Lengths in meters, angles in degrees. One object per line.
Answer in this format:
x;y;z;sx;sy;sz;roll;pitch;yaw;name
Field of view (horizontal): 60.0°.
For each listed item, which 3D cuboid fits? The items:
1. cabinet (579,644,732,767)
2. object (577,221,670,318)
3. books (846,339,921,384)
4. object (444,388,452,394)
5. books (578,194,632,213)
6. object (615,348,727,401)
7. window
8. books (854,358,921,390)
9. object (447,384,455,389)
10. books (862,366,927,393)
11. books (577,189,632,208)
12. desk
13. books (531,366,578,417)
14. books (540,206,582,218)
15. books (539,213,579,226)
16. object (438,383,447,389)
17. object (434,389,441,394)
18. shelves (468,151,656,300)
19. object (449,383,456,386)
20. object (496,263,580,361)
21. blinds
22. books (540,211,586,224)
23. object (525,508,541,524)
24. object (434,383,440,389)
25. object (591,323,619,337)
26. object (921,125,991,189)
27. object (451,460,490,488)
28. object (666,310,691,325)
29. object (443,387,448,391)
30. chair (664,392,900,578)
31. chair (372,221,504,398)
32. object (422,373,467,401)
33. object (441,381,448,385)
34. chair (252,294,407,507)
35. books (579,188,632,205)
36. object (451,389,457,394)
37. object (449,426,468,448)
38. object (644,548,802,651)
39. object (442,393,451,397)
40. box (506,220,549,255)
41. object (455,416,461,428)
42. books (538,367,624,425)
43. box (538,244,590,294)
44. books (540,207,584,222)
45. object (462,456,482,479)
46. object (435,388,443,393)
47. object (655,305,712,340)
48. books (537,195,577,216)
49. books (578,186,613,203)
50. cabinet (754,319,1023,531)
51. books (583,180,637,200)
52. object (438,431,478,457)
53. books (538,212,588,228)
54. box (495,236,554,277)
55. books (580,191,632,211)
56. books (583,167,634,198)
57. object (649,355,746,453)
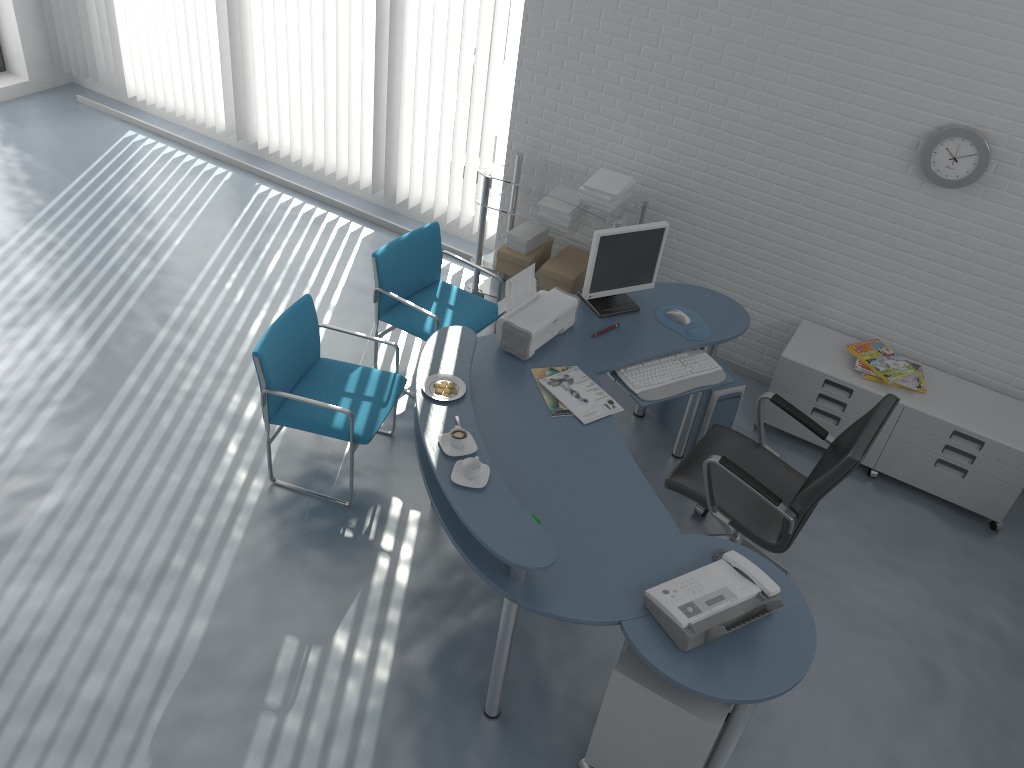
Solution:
0.556;1.056;3.003;0.383;0.605;0.559;26;41;21;cabinet
0.466;-0.538;3.947;0.365;0.417;0.212;-12;42;-24;object
1.830;-0.115;4.380;0.210;0.020;0.300;-11;42;-23;books
-0.230;0.026;3.180;0.025;0.005;0.027;19;39;13;object
0.498;-0.992;4.724;0.190;0.015;0.270;25;40;20;books
0.679;-0.057;3.801;0.478;0.028;0.276;-14;43;-26;object
-1.094;-2.951;5.705;3.635;2.562;0.008;25;40;20;window
1.855;-0.081;4.374;0.300;0.020;0.210;21;39;16;books
-0.219;0.008;3.204;0.027;0.005;0.025;-3;39;-15;object
1.880;-0.058;4.382;0.300;0.020;0.210;14;38;8;books
0.493;-1.017;4.706;0.190;0.015;0.270;26;41;21;books
0.287;0.378;3.581;1.402;0.900;2.282;9;37;0;desk
0.211;0.025;3.511;0.200;0.005;0.300;-4;39;-16;books
0.303;-0.995;4.881;0.190;0.015;0.270;25;41;21;books
0.290;-0.959;4.907;0.190;0.015;0.270;22;39;17;books
-0.251;0.006;3.201;0.025;0.005;0.027;28;42;23;object
-0.264;0.026;3.181;0.027;0.005;0.025;7;38;-2;object
0.249;-0.744;5.066;0.896;0.848;0.441;25;40;20;shelves
-0.217;0.004;3.218;0.025;0.005;0.027;4;38;-6;object
0.104;-0.317;3.711;0.197;0.273;0.392;28;42;24;object
-1.668;-2.892;5.466;4.001;2.955;0.158;25;40;20;blinds
0.300;-0.970;4.898;0.190;0.015;0.270;25;40;20;books
0.025;0.406;2.979;0.011;0.010;0.200;-24;48;-35;object
-0.269;0.007;3.203;0.025;0.005;0.027;-9;41;-22;object
0.407;-0.233;3.874;0.178;0.013;0.013;-25;48;-35;object
1.986;-1.015;3.973;0.279;0.277;0.041;25;40;20;object
-0.134;0.293;2.859;0.119;0.016;0.119;11;38;3;object
0.757;-0.311;4.019;0.115;0.035;0.054;32;43;27;object
-0.237;0.018;3.195;0.025;0.005;0.027;15;38;8;object
1.041;0.391;3.671;0.652;0.948;0.584;28;42;24;chair
-0.389;-0.365;4.569;0.543;0.707;0.542;28;42;23;chair
-0.245;0.015;3.197;0.162;0.011;0.162;-6;40;-18;object
-0.244;-0.002;3.221;0.025;0.005;0.027;-6;40;-18;object
-0.797;0.068;3.932;0.543;0.707;0.542;15;38;8;chair
0.499;-1.031;4.701;0.190;0.015;0.270;25;40;20;books
-0.210;0.025;3.192;0.025;0.005;0.027;4;38;-6;object
-0.176;0.179;2.959;0.062;0.049;0.078;18;39;12;object
0.655;0.592;2.640;0.405;0.280;0.399;-14;43;-27;object
-0.234;0.037;3.172;0.027;0.005;0.025;17;38;11;object
0.088;-0.842;5.081;0.139;0.090;0.234;28;42;23;box
-0.180;0.140;3.041;0.025;0.021;0.119;-3;39;-14;object
0.270;0.043;3.496;0.200;0.010;0.300;-19;45;-31;books
0.327;-0.640;5.049;0.207;0.133;0.347;25;40;20;box
0.298;-0.979;4.884;0.190;0.015;0.270;24;40;19;books
-0.125;0.272;2.849;0.078;0.049;0.062;-22;47;-33;object
-0.261;0.023;3.177;0.027;0.005;0.025;12;38;4;object
0.786;-0.292;4.014;0.285;0.026;0.213;34;44;29;object
0.283;-1.006;4.867;0.190;0.015;0.270;22;40;17;books
0.497;-1.039;4.686;0.190;0.015;0.270;26;41;22;books
1.946;0.186;4.494;1.259;0.484;0.447;24;40;20;cabinet
0.521;-1.051;4.681;0.190;0.015;0.270;25;40;20;books
-0.181;0.202;2.968;0.119;0.016;0.119;-9;41;-21;object
0.288;-0.948;4.916;0.190;0.015;0.270;24;40;19;books
0.075;-0.755;5.149;0.207;0.133;0.347;21;39;16;box
0.500;-1.004;4.715;0.190;0.015;0.270;23;40;17;books
0.509;-1.062;4.669;0.190;0.015;0.270;21;39;16;books
0.928;0.059;4.510;0.199;0.422;0.471;-11;41;-23;object
